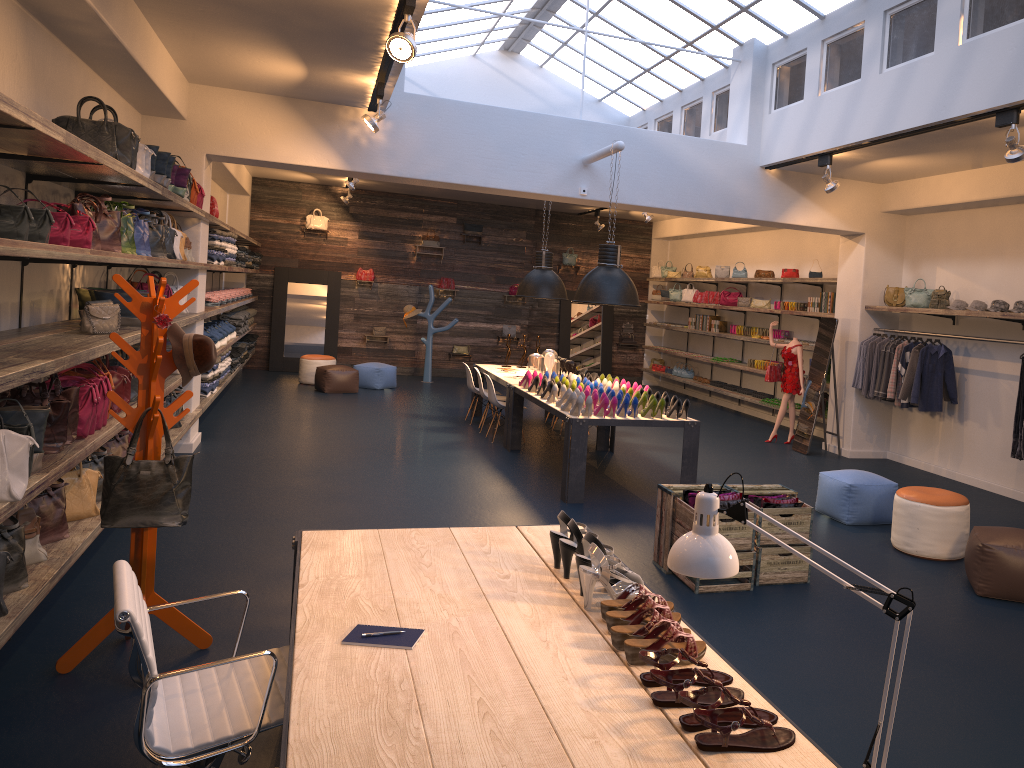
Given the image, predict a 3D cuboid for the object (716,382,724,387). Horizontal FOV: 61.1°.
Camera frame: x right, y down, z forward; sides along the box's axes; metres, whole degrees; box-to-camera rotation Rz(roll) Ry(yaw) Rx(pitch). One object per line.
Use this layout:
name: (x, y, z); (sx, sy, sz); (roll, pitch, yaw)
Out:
object: (3.719, 0.012, 15.436); (0.196, 0.087, 0.063); (3, 3, -19)

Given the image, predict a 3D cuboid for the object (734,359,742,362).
object: (3.904, -0.408, 15.098); (0.256, 0.067, 0.078); (0, 6, -39)

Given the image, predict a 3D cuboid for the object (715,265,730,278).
object: (3.734, -1.984, 15.381); (0.259, 0.229, 0.084); (6, 3, 25)

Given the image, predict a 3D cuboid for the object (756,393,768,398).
object: (4.032, 0.186, 14.022); (0.184, 0.087, 0.067); (5, 3, 4)

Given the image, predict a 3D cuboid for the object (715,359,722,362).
object: (3.614, -0.406, 15.134); (0.249, 0.058, 0.078); (2, 5, -24)

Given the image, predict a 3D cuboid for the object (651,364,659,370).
object: (3.049, -0.357, 18.286); (0.211, 0.118, 0.094); (6, 4, 16)

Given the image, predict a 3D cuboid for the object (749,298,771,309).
object: (4.017, -1.313, 14.086); (0.343, 0.174, 0.245); (7, 5, 25)

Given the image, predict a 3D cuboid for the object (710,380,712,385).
object: (3.661, -0.019, 15.693); (0.196, 0.087, 0.063); (3, 3, -19)

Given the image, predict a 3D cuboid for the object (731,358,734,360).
object: (3.857, -0.419, 15.178); (0.255, 0.073, 0.078); (0, 6, -40)

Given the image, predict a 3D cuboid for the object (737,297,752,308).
object: (3.909, -1.376, 14.587); (0.249, 0.175, 0.112); (7, 4, 35)

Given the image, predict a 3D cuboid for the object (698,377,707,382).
object: (3.577, -0.077, 16.189); (0.226, 0.082, 0.221); (2, 6, -27)

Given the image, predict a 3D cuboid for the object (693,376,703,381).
object: (3.540, -0.107, 16.438); (0.216, 0.082, 0.232); (4, 6, -5)

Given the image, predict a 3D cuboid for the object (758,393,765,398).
object: (4.047, 0.194, 13.957); (0.184, 0.087, 0.067); (5, 3, 4)

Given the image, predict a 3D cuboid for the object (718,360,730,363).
object: (3.652, -0.385, 14.965); (0.249, 0.058, 0.078); (2, 5, -24)

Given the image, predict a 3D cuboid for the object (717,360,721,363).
object: (3.646, -0.395, 15.055); (0.249, 0.058, 0.078); (2, 5, -24)

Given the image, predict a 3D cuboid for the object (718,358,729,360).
object: (3.690, -0.427, 15.117); (0.245, 0.064, 0.082); (3, 4, -13)

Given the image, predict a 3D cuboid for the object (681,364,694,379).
object: (3.399, -0.253, 16.770); (0.264, 0.282, 0.100); (5, 2, 17)

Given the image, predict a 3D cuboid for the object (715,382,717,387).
object: (3.705, 0.005, 15.498); (0.196, 0.087, 0.063); (3, 3, -19)

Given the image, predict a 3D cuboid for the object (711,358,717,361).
object: (3.582, -0.427, 15.308); (0.249, 0.058, 0.078); (2, 5, -24)

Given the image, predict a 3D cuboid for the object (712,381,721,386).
object: (3.676, -0.011, 15.630); (0.196, 0.087, 0.063); (3, 3, -19)

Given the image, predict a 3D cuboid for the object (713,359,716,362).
object: (3.609, -0.416, 15.223); (0.249, 0.058, 0.078); (2, 5, -24)

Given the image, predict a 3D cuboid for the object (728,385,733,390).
object: (3.820, 0.068, 14.978); (0.196, 0.087, 0.063); (3, 3, -19)

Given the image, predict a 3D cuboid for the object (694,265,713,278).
object: (3.541, -2.074, 16.074); (0.343, 0.233, 0.215); (7, 5, 32)

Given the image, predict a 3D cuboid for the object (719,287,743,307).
object: (3.806, -1.516, 15.093); (0.367, 0.336, 0.282); (2, 4, -28)

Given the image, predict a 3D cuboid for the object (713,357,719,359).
object: (3.652, -0.447, 15.285); (0.247, 0.063, 0.080); (3, 5, -15)

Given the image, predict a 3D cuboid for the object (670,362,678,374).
object: (3.278, -0.326, 17.422); (0.194, 0.279, 0.061); (5, 2, 12)

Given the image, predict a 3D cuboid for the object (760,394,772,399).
object: (4.061, 0.201, 13.894); (0.183, 0.087, 0.067); (5, 3, 5)

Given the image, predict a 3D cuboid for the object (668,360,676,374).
object: (3.250, -0.342, 17.559); (0.199, 0.279, 0.059); (4, 2, 3)

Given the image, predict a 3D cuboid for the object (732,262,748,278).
object: (3.880, -1.935, 14.762); (0.264, 0.282, 0.100); (5, 2, 17)

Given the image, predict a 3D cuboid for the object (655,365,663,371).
object: (3.094, -0.333, 18.086); (0.211, 0.118, 0.094); (6, 4, 16)

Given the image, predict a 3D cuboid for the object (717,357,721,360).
object: (3.699, -0.434, 15.207); (0.245, 0.068, 0.080); (3, 4, -13)

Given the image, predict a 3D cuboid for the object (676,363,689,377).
object: (3.350, -0.276, 16.958); (0.264, 0.282, 0.100); (5, 2, 17)

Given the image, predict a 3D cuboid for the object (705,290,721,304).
object: (3.607, -1.555, 15.587); (0.146, 0.249, 0.294); (2, 5, -44)

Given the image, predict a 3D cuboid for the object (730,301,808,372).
object: (4.107, -0.785, 14.108); (0.476, 1.132, 2.576); (4, 5, -13)

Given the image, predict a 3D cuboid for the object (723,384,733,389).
object: (3.777, 0.045, 15.173); (0.196, 0.087, 0.063); (3, 3, -19)

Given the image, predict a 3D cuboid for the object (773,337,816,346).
object: (4.333, -0.617, 12.880); (0.504, 0.060, 1.456); (3, 6, -14)

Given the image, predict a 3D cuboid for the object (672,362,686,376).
object: (3.303, -0.300, 17.147); (0.268, 0.282, 0.099); (5, 2, 10)

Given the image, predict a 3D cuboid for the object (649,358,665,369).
object: (3.105, -0.432, 18.503); (0.355, 0.233, 0.208); (6, 4, 15)

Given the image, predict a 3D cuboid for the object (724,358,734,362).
object: (3.736, -0.414, 15.037); (0.245, 0.067, 0.082); (3, 4, -13)

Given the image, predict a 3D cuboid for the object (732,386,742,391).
object: (3.849, 0.084, 14.851); (0.196, 0.087, 0.063); (3, 3, -19)

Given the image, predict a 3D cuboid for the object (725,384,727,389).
object: (3.792, 0.052, 15.110); (0.196, 0.087, 0.063); (3, 3, -19)

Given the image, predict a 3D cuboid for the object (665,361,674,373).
object: (3.221, -0.358, 17.680); (0.194, 0.279, 0.061); (5, 2, 12)

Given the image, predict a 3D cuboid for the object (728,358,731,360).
object: (3.866, -0.426, 15.268); (0.253, 0.074, 0.077); (1, 5, -32)

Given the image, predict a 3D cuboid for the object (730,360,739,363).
object: (3.819, -0.379, 15.027); (0.249, 0.058, 0.078); (2, 5, -24)

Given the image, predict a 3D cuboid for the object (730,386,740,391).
object: (3.834, 0.076, 14.916); (0.196, 0.087, 0.063); (3, 3, -19)

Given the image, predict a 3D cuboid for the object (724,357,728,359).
object: (3.815, -0.443, 15.372); (0.227, 0.053, 0.088); (6, 5, 13)

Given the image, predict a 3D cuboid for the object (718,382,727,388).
object: (3.733, 0.020, 15.371); (0.196, 0.087, 0.063); (3, 3, -19)

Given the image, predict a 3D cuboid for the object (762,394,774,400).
object: (4.076, 0.209, 13.830); (0.181, 0.087, 0.068); (5, 3, 9)

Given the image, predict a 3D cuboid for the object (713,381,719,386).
object: (3.691, -0.003, 15.565); (0.196, 0.087, 0.063); (3, 3, -19)

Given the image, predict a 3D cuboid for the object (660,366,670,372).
object: (3.158, -0.308, 17.898); (0.210, 0.118, 0.094); (6, 4, 17)

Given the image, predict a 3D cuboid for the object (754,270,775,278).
object: (4.081, -1.759, 13.933); (0.368, 0.140, 0.396); (4, 6, -5)

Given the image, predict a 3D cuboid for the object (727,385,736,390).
object: (3.806, 0.060, 15.045); (0.196, 0.087, 0.063); (3, 3, -19)

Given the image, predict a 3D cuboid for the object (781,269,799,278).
object: (4.214, -1.671, 13.147); (0.265, 0.149, 0.119); (6, 4, 17)

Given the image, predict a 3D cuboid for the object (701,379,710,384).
object: (3.591, -0.049, 15.933); (0.226, 0.082, 0.221); (2, 6, -26)
